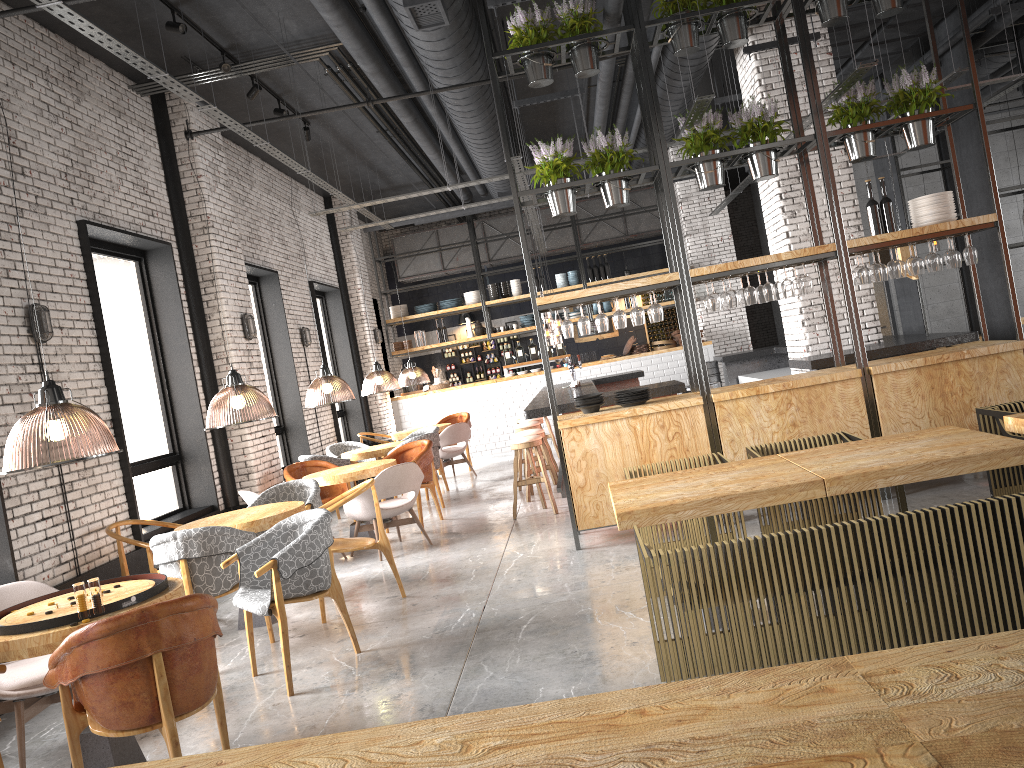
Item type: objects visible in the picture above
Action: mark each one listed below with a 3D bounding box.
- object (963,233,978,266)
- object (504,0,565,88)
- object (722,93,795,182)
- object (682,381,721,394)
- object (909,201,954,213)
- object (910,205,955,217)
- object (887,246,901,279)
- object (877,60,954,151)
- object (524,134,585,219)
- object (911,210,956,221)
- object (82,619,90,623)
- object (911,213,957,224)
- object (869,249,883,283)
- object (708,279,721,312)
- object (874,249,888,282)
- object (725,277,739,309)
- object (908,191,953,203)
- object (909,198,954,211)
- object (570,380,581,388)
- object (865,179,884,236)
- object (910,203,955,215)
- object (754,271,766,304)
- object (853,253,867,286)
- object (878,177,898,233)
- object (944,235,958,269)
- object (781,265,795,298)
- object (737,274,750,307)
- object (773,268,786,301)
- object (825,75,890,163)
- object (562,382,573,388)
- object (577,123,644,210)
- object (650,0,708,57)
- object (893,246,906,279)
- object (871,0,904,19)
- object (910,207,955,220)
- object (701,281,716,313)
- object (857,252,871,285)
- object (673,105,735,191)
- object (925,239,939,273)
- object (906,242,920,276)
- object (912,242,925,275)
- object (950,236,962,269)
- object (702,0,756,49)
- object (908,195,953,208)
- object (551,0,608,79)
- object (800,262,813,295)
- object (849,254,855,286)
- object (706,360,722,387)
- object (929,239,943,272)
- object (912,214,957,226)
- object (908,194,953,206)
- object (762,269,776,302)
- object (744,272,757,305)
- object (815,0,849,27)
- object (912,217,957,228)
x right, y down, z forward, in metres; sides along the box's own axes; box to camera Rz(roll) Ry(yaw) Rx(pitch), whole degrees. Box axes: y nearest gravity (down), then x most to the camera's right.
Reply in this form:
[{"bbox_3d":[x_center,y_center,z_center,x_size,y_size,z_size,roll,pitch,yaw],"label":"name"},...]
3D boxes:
[{"bbox_3d":[3.576,-1.065,6.936,0.101,0.267,0.101,-10,0,-32],"label":"object"},{"bbox_3d":[0.190,-2.767,7.365,0.467,0.559,0.416,-10,1,-8],"label":"object"},{"bbox_3d":[2.020,-1.955,7.254,0.468,0.559,0.416,-11,1,-28],"label":"object"},{"bbox_3d":[1.901,0.516,8.516,0.399,1.035,0.398,-10,1,39],"label":"object"},{"bbox_3d":[3.374,-1.413,7.125,0.335,0.043,0.334,-11,1,-12],"label":"object"},{"bbox_3d":[3.381,-1.378,7.124,0.334,0.040,0.335,-10,2,26],"label":"object"},{"bbox_3d":[2.997,-0.962,6.978,0.101,0.267,0.101,-10,0,-32],"label":"object"},{"bbox_3d":[3.235,-2.170,7.101,0.467,0.559,0.416,-10,1,-2],"label":"object"},{"bbox_3d":[0.382,-1.661,7.296,0.466,0.559,0.417,-9,1,44],"label":"object"},{"bbox_3d":[3.388,-1.340,7.125,0.335,0.040,0.334,-11,2,-32],"label":"object"},{"bbox_3d":[-1.801,1.002,3.749,0.032,0.010,0.032,-11,2,-35],"label":"object"},{"bbox_3d":[3.392,-1.321,7.125,0.335,0.037,0.334,-11,2,-29],"label":"object"},{"bbox_3d":[2.862,-0.938,6.988,0.101,0.267,0.101,-10,1,41],"label":"object"},{"bbox_3d":[1.611,-0.715,7.080,0.101,0.267,0.101,-10,0,18],"label":"object"},{"bbox_3d":[3.017,-0.973,7.264,0.101,0.267,0.101,-10,0,-32],"label":"object"},{"bbox_3d":[1.746,-0.739,7.070,0.101,0.267,0.101,-10,0,18],"label":"object"},{"bbox_3d":[3.361,-1.490,7.125,0.335,0.039,0.334,-11,2,-22],"label":"object"},{"bbox_3d":[3.371,-1.432,7.125,0.335,0.041,0.334,-11,2,-26],"label":"object"},{"bbox_3d":[0.846,-0.004,11.939,0.091,0.091,0.177,-11,1,-21],"label":"object"},{"bbox_3d":[2.914,-1.414,7.157,0.098,0.471,0.098,-10,0,-33],"label":"object"},{"bbox_3d":[3.378,-1.394,7.125,0.334,0.039,0.335,-10,1,12],"label":"object"},{"bbox_3d":[2.056,-0.802,7.334,0.101,0.267,0.101,-10,0,18],"label":"object"},{"bbox_3d":[2.736,-0.916,6.998,0.101,0.267,0.101,-10,1,41],"label":"object"},{"bbox_3d":[3.019,-1.433,7.149,0.098,0.471,0.098,-10,0,-33],"label":"object"},{"bbox_3d":[3.431,-1.040,6.947,0.101,0.267,0.101,-10,0,-32],"label":"object"},{"bbox_3d":[2.180,-0.817,7.038,0.101,0.267,0.101,-10,0,18],"label":"object"},{"bbox_3d":[1.911,-0.776,7.345,0.101,0.267,0.101,-10,0,18],"label":"object"},{"bbox_3d":[2.201,-0.827,7.324,0.101,0.267,0.101,-10,0,18],"label":"object"},{"bbox_3d":[2.792,-2.092,7.186,0.467,0.559,0.417,-10,1,12],"label":"object"},{"bbox_3d":[0.819,-0.027,12.770,0.200,0.106,0.767,-10,1,4],"label":"object"},{"bbox_3d":[0.822,-1.742,7.345,0.468,0.559,0.416,-10,1,-19],"label":"object"},{"bbox_3d":[1.382,-2.978,7.216,0.416,0.559,0.468,-10,1,23],"label":"object"},{"bbox_3d":[3.162,-0.999,7.253,0.101,0.267,0.101,-10,0,-32],"label":"object"},{"bbox_3d":[2.997,-3.267,7.160,0.416,0.559,0.468,-10,1,29],"label":"object"},{"bbox_3d":[3.385,-1.359,7.126,0.335,0.039,0.334,-11,2,-29],"label":"object"},{"bbox_3d":[1.631,-0.726,7.366,0.101,0.267,0.101,-10,0,18],"label":"object"},{"bbox_3d":[2.882,-0.949,7.274,0.101,0.267,0.101,-10,1,41],"label":"object"},{"bbox_3d":[1.590,-1.878,7.257,0.466,0.559,0.417,-10,1,43],"label":"object"},{"bbox_3d":[3.287,-1.014,6.957,0.101,0.267,0.101,-10,0,-32],"label":"object"},{"bbox_3d":[3.142,-0.988,6.968,0.101,0.267,0.101,-10,0,-32],"label":"object"},{"bbox_3d":[3.307,-1.025,7.243,0.101,0.267,0.101,-10,0,-32],"label":"object"},{"bbox_3d":[3.596,-1.076,7.221,0.101,0.267,0.101,-10,0,-32],"label":"object"},{"bbox_3d":[1.772,-3.049,7.238,0.416,0.559,0.467,-10,1,-1],"label":"object"},{"bbox_3d":[3.368,-1.452,7.126,0.335,0.044,0.334,-11,2,-25],"label":"object"},{"bbox_3d":[0.569,-2.834,7.318,0.417,0.559,0.467,-10,1,-17],"label":"object"},{"bbox_3d":[2.325,-0.842,7.028,0.101,0.267,0.101,-10,0,18],"label":"object"},{"bbox_3d":[2.756,-0.926,7.283,0.101,0.267,0.101,-10,1,41],"label":"object"},{"bbox_3d":[3.070,0.176,13.664,0.399,1.035,0.398,-10,1,39],"label":"object"},{"bbox_3d":[3.452,-1.050,7.232,0.101,0.267,0.101,-10,0,-32],"label":"object"},{"bbox_3d":[3.395,-1.302,7.127,0.335,0.046,0.334,-11,1,-15],"label":"object"},{"bbox_3d":[3.364,-1.470,7.124,0.335,0.039,0.334,-11,2,-21],"label":"object"},{"bbox_3d":[2.036,-0.791,7.049,0.101,0.267,0.101,-10,0,18],"label":"object"},{"bbox_3d":[1.891,-0.765,7.060,0.101,0.267,0.101,-10,0,18],"label":"object"},{"bbox_3d":[2.555,-3.187,7.126,0.468,0.559,0.416,-11,1,-23],"label":"object"},{"bbox_3d":[3.399,-1.282,7.125,0.334,0.033,0.335,-10,1,12],"label":"object"}]
